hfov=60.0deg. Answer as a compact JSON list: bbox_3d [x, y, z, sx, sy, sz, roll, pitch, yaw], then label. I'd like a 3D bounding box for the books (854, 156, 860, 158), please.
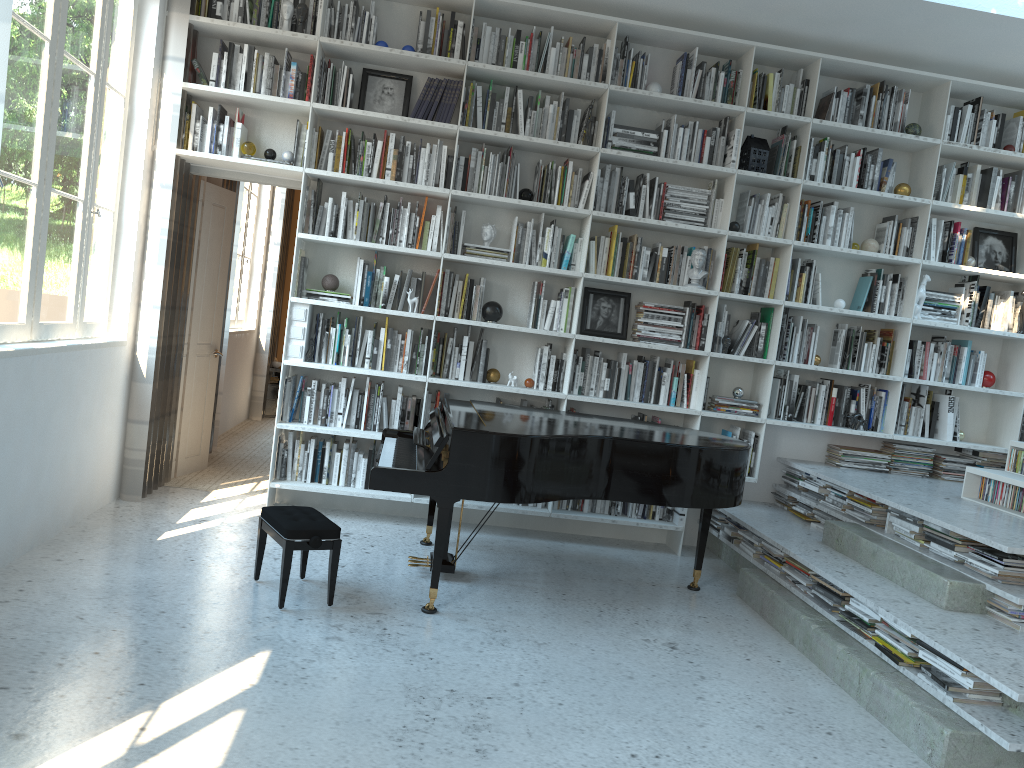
[{"bbox_3d":[2.137,-1.313,5.601,0.011,0.222,0.159,7,4,-7],"label":"books"}]

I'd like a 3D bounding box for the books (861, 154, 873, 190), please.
[{"bbox_3d":[2.201,-1.313,5.604,0.030,0.238,0.185,7,4,-7],"label":"books"}]

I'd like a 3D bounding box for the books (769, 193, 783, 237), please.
[{"bbox_3d":[1.636,-1.042,5.576,0.028,0.294,0.154,7,4,-7],"label":"books"}]

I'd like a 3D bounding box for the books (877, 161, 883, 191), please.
[{"bbox_3d":[2.284,-1.290,5.621,0.030,0.213,0.156,7,4,-7],"label":"books"}]

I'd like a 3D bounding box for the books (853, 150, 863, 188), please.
[{"bbox_3d":[2.151,-1.333,5.602,0.012,0.265,0.156,7,4,-7],"label":"books"}]

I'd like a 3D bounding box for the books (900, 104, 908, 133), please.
[{"bbox_3d":[2.430,-1.639,5.599,0.014,0.209,0.187,7,4,-7],"label":"books"}]

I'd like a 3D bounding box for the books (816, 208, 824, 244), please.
[{"bbox_3d":[1.908,-0.980,5.600,0.022,0.237,0.164,7,4,-7],"label":"books"}]

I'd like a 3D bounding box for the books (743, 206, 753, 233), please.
[{"bbox_3d":[1.446,-1.010,5.546,0.028,0.185,0.181,7,4,-7],"label":"books"}]

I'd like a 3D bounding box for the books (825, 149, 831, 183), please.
[{"bbox_3d":[1.947,-1.344,5.584,0.012,0.236,0.165,7,4,-7],"label":"books"}]

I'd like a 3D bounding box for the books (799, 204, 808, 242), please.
[{"bbox_3d":[1.804,-0.998,5.590,0.014,0.248,0.176,7,4,-7],"label":"books"}]

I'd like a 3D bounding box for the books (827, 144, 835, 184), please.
[{"bbox_3d":[1.979,-1.361,5.599,0.012,0.277,0.133,7,4,-7],"label":"books"}]

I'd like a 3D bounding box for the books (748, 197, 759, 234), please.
[{"bbox_3d":[1.485,-1.039,5.563,0.028,0.250,0.164,7,4,-7],"label":"books"}]

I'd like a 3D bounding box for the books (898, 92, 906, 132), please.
[{"bbox_3d":[2.407,-1.677,5.589,0.008,0.279,0.180,7,4,-7],"label":"books"}]

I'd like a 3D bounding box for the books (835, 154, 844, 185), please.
[{"bbox_3d":[2.036,-1.327,5.606,0.028,0.223,0.142,7,4,-7],"label":"books"}]

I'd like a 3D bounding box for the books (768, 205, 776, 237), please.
[{"bbox_3d":[1.596,-1.005,5.566,0.029,0.211,0.157,7,4,-7],"label":"books"}]

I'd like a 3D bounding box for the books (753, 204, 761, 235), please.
[{"bbox_3d":[1.508,-1.015,5.568,0.023,0.207,0.170,7,4,-7],"label":"books"}]

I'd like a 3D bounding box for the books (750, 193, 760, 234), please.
[{"bbox_3d":[1.501,-1.050,5.565,0.019,0.275,0.145,7,4,-7],"label":"books"}]

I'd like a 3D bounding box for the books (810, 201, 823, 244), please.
[{"bbox_3d":[1.894,-1.003,5.591,0.014,0.280,0.177,7,4,-7],"label":"books"}]

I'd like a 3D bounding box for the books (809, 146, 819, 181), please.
[{"bbox_3d":[1.869,-1.357,5.574,0.026,0.243,0.148,7,4,-7],"label":"books"}]

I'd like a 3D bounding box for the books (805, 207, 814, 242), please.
[{"bbox_3d":[1.850,-0.987,5.605,0.013,0.236,0.157,7,4,-7],"label":"books"}]

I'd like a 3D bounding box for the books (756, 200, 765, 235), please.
[{"bbox_3d":[1.525,-1.027,5.563,0.023,0.236,0.178,7,4,-7],"label":"books"}]

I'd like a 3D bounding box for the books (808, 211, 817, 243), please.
[{"bbox_3d":[1.867,-0.975,5.610,0.026,0.216,0.161,7,4,-7],"label":"books"}]

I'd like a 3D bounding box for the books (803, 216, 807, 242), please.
[{"bbox_3d":[1.815,-0.963,5.607,0.021,0.179,0.136,7,4,-7],"label":"books"}]

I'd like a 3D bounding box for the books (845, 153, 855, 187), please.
[{"bbox_3d":[2.101,-1.325,5.596,0.023,0.237,0.149,7,4,-7],"label":"books"}]

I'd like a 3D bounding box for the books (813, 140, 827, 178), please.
[{"bbox_3d":[1.916,-1.372,5.576,0.011,0.283,0.172,7,4,-7],"label":"books"}]

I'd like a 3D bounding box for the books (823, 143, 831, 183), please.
[{"bbox_3d":[1.940,-1.361,5.573,0.010,0.269,0.165,7,4,-7],"label":"books"}]

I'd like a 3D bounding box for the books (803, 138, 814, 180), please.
[{"bbox_3d":[1.831,-1.383,5.559,0.012,0.285,0.159,7,4,-7],"label":"books"}]

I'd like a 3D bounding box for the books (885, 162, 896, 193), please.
[{"bbox_3d":[2.349,-1.284,5.625,0.048,0.217,0.182,7,4,-7],"label":"books"}]

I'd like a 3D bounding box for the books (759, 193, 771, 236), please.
[{"bbox_3d":[1.547,-1.042,5.542,0.028,0.275,0.186,7,4,-7],"label":"books"}]

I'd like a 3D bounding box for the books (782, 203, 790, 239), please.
[{"bbox_3d":[1.683,-1.008,5.581,0.026,0.238,0.172,7,4,-7],"label":"books"}]

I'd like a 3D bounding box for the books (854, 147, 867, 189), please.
[{"bbox_3d":[2.182,-1.340,5.618,0.012,0.285,0.159,7,4,-7],"label":"books"}]

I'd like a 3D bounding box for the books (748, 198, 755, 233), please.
[{"bbox_3d":[1.467,-1.038,5.566,0.024,0.243,0.159,7,4,-7],"label":"books"}]

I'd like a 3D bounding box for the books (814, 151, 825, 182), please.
[{"bbox_3d":[1.894,-1.335,5.560,0.026,0.208,0.181,7,4,-7],"label":"books"}]

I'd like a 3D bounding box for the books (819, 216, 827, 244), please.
[{"bbox_3d":[1.927,-0.956,5.613,0.025,0.194,0.170,7,4,-7],"label":"books"}]

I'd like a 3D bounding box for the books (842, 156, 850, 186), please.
[{"bbox_3d":[2.075,-1.319,5.606,0.025,0.216,0.144,7,4,-7],"label":"books"}]

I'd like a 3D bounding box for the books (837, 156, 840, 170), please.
[{"bbox_3d":[2.015,-1.326,5.601,0.014,0.215,0.132,7,4,-7],"label":"books"}]

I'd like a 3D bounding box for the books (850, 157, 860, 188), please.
[{"bbox_3d":[2.122,-1.308,5.585,0.021,0.209,0.180,7,4,-7],"label":"books"}]

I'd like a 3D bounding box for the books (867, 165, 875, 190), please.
[{"bbox_3d":[2.226,-1.282,5.613,0.027,0.182,0.176,7,4,-7],"label":"books"}]

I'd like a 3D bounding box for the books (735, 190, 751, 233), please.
[{"bbox_3d":[1.438,-1.063,5.562,0.018,0.285,0.159,7,4,-7],"label":"books"}]

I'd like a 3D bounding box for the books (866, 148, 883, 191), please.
[{"bbox_3d":[2.261,-1.329,5.600,0.029,0.285,0.183,7,4,-7],"label":"books"}]

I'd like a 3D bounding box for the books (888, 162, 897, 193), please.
[{"bbox_3d":[2.384,-1.287,5.647,0.026,0.229,0.140,7,4,-7],"label":"books"}]

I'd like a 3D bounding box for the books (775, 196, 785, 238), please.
[{"bbox_3d":[1.651,-1.032,5.576,0.025,0.277,0.172,7,4,-7],"label":"books"}]

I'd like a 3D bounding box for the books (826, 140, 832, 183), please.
[{"bbox_3d":[1.965,-1.372,5.590,0.021,0.296,0.138,7,4,-7],"label":"books"}]

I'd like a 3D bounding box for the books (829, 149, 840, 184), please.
[{"bbox_3d":[1.999,-1.340,5.579,0.027,0.241,0.160,7,4,-7],"label":"books"}]

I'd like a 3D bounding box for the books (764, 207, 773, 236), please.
[{"bbox_3d":[1.574,-1.000,5.563,0.027,0.197,0.185,7,4,-7],"label":"books"}]

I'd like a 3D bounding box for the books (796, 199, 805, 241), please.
[{"bbox_3d":[1.790,-1.017,5.604,0.014,0.279,0.153,7,4,-7],"label":"books"}]

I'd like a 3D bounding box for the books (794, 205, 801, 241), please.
[{"bbox_3d":[1.766,-1.002,5.607,0.030,0.242,0.138,7,4,-7],"label":"books"}]

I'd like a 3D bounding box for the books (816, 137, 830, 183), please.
[{"bbox_3d":[1.930,-1.381,5.571,0.014,0.307,0.152,7,4,-7],"label":"books"}]

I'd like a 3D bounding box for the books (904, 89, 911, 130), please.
[{"bbox_3d":[2.447,-1.686,5.598,0.006,0.306,0.163,7,4,-7],"label":"books"}]

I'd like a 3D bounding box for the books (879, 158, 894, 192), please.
[{"bbox_3d":[2.328,-1.296,5.613,0.054,0.235,0.171,7,4,-7],"label":"books"}]

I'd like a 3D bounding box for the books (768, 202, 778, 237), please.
[{"bbox_3d":[1.615,-1.014,5.574,0.024,0.234,0.149,7,4,-7],"label":"books"}]

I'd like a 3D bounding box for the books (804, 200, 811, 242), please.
[{"bbox_3d":[1.838,-1.014,5.621,0.014,0.284,0.135,7,4,-7],"label":"books"}]

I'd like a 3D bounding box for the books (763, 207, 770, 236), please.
[{"bbox_3d":[1.556,-1.001,5.558,0.024,0.195,0.172,7,4,-7],"label":"books"}]

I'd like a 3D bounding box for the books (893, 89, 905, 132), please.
[{"bbox_3d":[2.398,-1.688,5.593,0.013,0.297,0.188,7,4,-7],"label":"books"}]

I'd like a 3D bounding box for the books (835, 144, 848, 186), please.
[{"bbox_3d":[2.060,-1.355,5.603,0.013,0.284,0.154,7,4,-7],"label":"books"}]

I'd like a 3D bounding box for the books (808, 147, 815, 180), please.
[{"bbox_3d":[1.849,-1.358,5.577,0.012,0.240,0.138,7,4,-7],"label":"books"}]

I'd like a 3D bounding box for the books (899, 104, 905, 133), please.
[{"bbox_3d":[2.414,-1.645,5.606,0.018,0.214,0.157,7,4,-7],"label":"books"}]

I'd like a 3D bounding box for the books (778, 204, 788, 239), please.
[{"bbox_3d":[1.666,-1.005,5.564,0.028,0.230,0.176,7,4,-7],"label":"books"}]
